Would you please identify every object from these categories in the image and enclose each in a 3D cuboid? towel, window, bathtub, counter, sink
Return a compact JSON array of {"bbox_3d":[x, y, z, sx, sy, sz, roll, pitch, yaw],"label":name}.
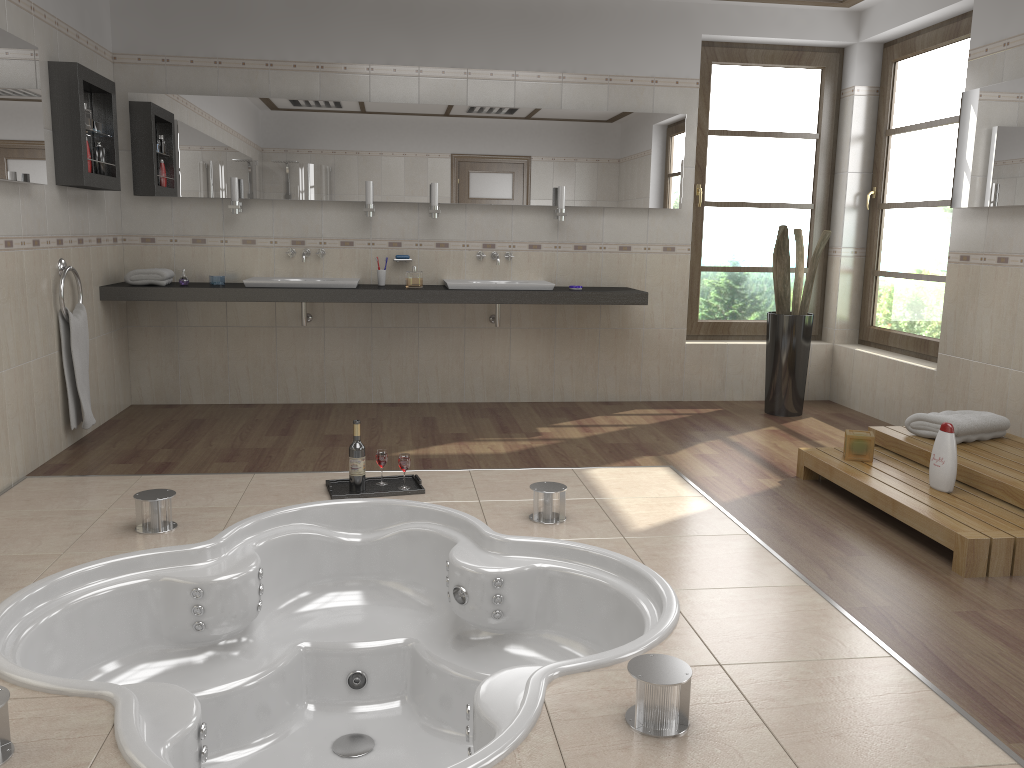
[{"bbox_3d":[-2.216,-0.090,4.555,0.101,0.634,0.280,-1,10,-10],"label":"towel"},{"bbox_3d":[2.516,-1.170,5.475,0.117,1.934,1.124,0,10,-8],"label":"window"},{"bbox_3d":[-0.507,0.980,2.774,1.754,0.674,1.751,8,12,36],"label":"bathtub"},{"bbox_3d":[-0.790,-0.562,5.494,3.220,0.080,0.510,0,10,-8],"label":"counter"},{"bbox_3d":[2.098,0.187,4.180,0.399,0.119,0.280,-4,11,-28],"label":"towel"},{"bbox_3d":[-0.094,-0.507,5.644,0.670,0.288,0.403,0,10,-8],"label":"sink"},{"bbox_3d":[-2.160,-0.644,5.291,0.233,0.099,0.331,-1,10,-13],"label":"towel"},{"bbox_3d":[-1.283,-0.502,5.483,0.670,0.288,0.403,0,10,-8],"label":"sink"},{"bbox_3d":[1.717,-1.297,6.129,0.998,1.934,0.117,0,10,-8],"label":"window"}]

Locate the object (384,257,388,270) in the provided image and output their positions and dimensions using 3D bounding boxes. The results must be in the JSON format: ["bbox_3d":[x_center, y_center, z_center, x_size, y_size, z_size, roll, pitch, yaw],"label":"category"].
[{"bbox_3d":[-0.803,-0.706,5.553,0.054,0.175,0.012,4,10,17],"label":"object"}]

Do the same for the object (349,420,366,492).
[{"bbox_3d":[-0.670,0.308,3.839,0.070,0.307,0.070,-7,13,-41],"label":"object"}]

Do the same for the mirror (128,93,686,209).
[{"bbox_3d":[-0.582,-1.438,5.537,3.430,0.600,0.005,0,10,-8],"label":"mirror"}]

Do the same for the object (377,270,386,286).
[{"bbox_3d":[-0.819,-0.666,5.565,0.058,0.100,0.058,2,10,2],"label":"object"}]

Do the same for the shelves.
[{"bbox_3d":[-2.222,-1.323,4.636,0.135,0.585,0.608,0,10,-8],"label":"shelves"}]

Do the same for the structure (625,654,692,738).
[{"bbox_3d":[0.343,0.728,2.078,0.150,0.131,0.150,-8,13,-42],"label":"structure"}]

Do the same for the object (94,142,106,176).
[{"bbox_3d":[-2.236,-1.220,4.815,0.050,0.184,0.050,2,10,3],"label":"object"}]

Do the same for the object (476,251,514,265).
[{"bbox_3d":[-0.101,-0.809,5.689,0.245,0.082,0.211,0,10,-8],"label":"object"}]

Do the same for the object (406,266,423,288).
[{"bbox_3d":[-0.601,-0.659,5.458,0.100,0.130,0.040,-5,11,-32],"label":"object"}]

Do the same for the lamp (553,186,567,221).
[{"bbox_3d":[0.308,-1.146,5.640,0.068,0.215,0.131,0,10,-8],"label":"lamp"}]

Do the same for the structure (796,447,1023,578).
[{"bbox_3d":[1.758,0.481,3.665,0.620,0.140,1.280,0,10,-8],"label":"structure"}]

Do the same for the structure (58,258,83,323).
[{"bbox_3d":[-2.240,-0.469,4.478,0.051,0.332,0.291,0,10,-8],"label":"structure"}]

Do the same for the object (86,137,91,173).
[{"bbox_3d":[-2.193,-1.180,4.563,0.044,0.190,0.092,-2,10,-16],"label":"object"}]

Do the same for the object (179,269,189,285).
[{"bbox_3d":[-1.962,-0.640,5.302,0.059,0.094,0.059,-1,10,-13],"label":"object"}]

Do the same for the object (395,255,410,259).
[{"bbox_3d":[-0.698,-0.809,5.657,0.090,0.027,0.060,0,10,-5],"label":"object"}]

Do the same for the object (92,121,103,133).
[{"bbox_3d":[-2.221,-1.357,4.690,0.072,0.053,0.102,1,10,-3],"label":"object"}]

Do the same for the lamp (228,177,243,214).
[{"bbox_3d":[-1.674,-1.138,5.372,0.068,0.215,0.131,0,10,-8],"label":"lamp"}]

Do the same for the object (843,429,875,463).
[{"bbox_3d":[1.580,0.281,4.041,0.120,0.120,0.120,4,10,17],"label":"object"}]

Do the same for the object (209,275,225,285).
[{"bbox_3d":[-1.793,-0.631,5.390,0.072,0.053,0.102,-5,11,-32],"label":"object"}]

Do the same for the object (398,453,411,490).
[{"bbox_3d":[-0.471,0.382,3.884,0.055,0.153,0.055,-1,10,-15],"label":"object"}]

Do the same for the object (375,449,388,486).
[{"bbox_3d":[-0.579,0.370,3.945,0.055,0.153,0.055,-1,10,-15],"label":"object"}]

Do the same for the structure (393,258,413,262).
[{"bbox_3d":[-0.699,-0.793,5.669,0.124,0.034,0.092,0,10,-8],"label":"structure"}]

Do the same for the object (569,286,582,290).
[{"bbox_3d":[0.403,-0.611,5.616,0.083,0.020,0.083,2,10,6],"label":"object"}]

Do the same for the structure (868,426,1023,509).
[{"bbox_3d":[2.155,0.439,3.717,0.620,0.220,1.450,0,10,-8],"label":"structure"}]

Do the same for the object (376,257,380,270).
[{"bbox_3d":[-0.834,-0.704,5.533,0.012,0.178,0.050,7,11,31],"label":"object"}]

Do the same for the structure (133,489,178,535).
[{"bbox_3d":[-1.343,0.479,3.342,0.150,0.131,0.150,1,10,2],"label":"structure"}]

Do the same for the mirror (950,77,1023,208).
[{"bbox_3d":[2.513,-1.056,3.651,0.005,0.600,2.200,0,10,-8],"label":"mirror"}]

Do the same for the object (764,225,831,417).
[{"bbox_3d":[1.752,-0.400,5.657,0.343,1.209,0.413,0,10,-8],"label":"object"}]

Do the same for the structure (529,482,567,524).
[{"bbox_3d":[0.144,0.474,3.543,0.150,0.131,0.150,1,10,-3],"label":"structure"}]

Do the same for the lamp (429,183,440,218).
[{"bbox_3d":[-0.485,-1.143,5.533,0.068,0.215,0.131,0,10,-8],"label":"lamp"}]

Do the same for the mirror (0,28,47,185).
[{"bbox_3d":[-1.884,-0.902,2.251,0.005,0.600,3.600,0,10,-8],"label":"mirror"}]

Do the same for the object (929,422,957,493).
[{"bbox_3d":[1.729,0.290,3.547,0.063,0.276,0.134,-2,10,-15],"label":"object"}]

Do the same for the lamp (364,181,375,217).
[{"bbox_3d":[-0.881,-1.141,5.479,0.068,0.215,0.131,0,10,-8],"label":"lamp"}]

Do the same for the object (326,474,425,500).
[{"bbox_3d":[-0.605,0.443,3.906,0.400,0.040,0.250,-2,10,-18],"label":"object"}]

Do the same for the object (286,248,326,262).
[{"bbox_3d":[-1.290,-0.804,5.528,0.245,0.082,0.211,0,10,-8],"label":"object"}]

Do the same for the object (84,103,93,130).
[{"bbox_3d":[-2.185,-1.368,4.529,0.040,0.130,0.100,1,10,-3],"label":"object"}]

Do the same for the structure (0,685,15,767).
[{"bbox_3d":[-1.143,0.734,1.877,0.150,0.131,0.150,-2,10,-18],"label":"structure"}]
